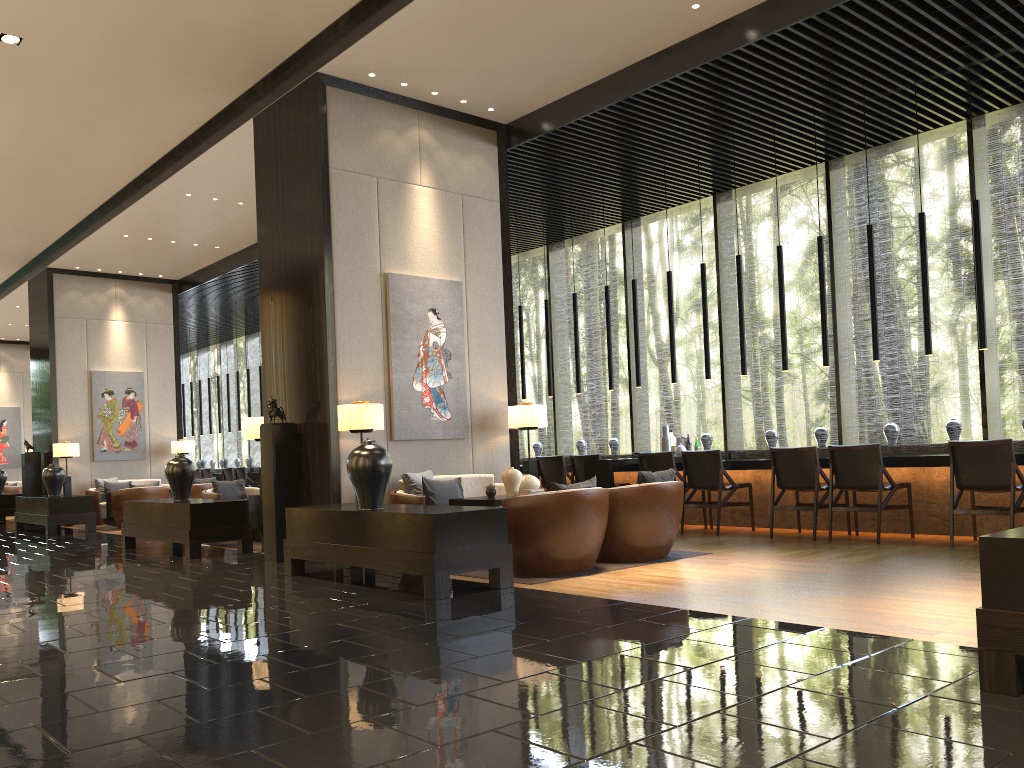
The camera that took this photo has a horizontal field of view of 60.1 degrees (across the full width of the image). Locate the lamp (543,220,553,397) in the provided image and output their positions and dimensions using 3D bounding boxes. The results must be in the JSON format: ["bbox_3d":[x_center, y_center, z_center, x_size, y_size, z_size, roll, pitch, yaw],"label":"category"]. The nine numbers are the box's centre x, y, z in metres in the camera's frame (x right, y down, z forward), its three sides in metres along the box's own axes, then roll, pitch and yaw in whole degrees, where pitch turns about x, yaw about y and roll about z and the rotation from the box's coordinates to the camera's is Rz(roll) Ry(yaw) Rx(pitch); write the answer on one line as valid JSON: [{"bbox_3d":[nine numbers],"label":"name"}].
[{"bbox_3d":[0.450,-1.038,11.493,0.060,2.417,0.060,-3,-2,44],"label":"lamp"}]

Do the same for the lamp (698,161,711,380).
[{"bbox_3d":[2.077,-1.253,9.616,0.060,2.417,0.060,-3,-2,44],"label":"lamp"}]

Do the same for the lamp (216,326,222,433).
[{"bbox_3d":[-6.462,-0.123,19.469,0.060,2.417,0.060,-3,-1,14],"label":"lamp"}]

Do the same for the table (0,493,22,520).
[{"bbox_3d":[-9.267,2.237,15.920,0.620,0.512,1.965,0,-5,-41],"label":"table"}]

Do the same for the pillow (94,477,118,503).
[{"bbox_3d":[-6.587,1.728,14.446,0.201,0.399,0.433,-3,-3,27],"label":"pillow"}]

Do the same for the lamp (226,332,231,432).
[{"bbox_3d":[-6.126,-0.168,19.082,0.060,2.417,0.060,-3,-1,14],"label":"lamp"}]

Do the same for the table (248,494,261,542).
[{"bbox_3d":[-2.382,1.497,10.097,1.042,0.516,0.577,1,-4,-41],"label":"table"}]

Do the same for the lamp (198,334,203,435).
[{"bbox_3d":[-7.138,-0.034,20.249,0.060,2.417,0.060,-3,-1,14],"label":"lamp"}]

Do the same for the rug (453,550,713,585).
[{"bbox_3d":[0.133,1.429,7.280,1.958,0.008,2.247,2,-6,-41],"label":"rug"}]

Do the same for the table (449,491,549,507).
[{"bbox_3d":[0.082,1.171,7.253,1.042,0.516,0.577,1,-4,-41],"label":"table"}]

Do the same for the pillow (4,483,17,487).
[{"bbox_3d":[-11.274,2.374,19.758,0.441,0.337,0.205,0,-3,-34],"label":"pillow"}]

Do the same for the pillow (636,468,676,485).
[{"bbox_3d":[1.086,0.838,6.807,0.399,0.361,0.222,0,-3,-40],"label":"pillow"}]

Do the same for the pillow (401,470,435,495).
[{"bbox_3d":[-0.780,0.960,7.747,0.201,0.399,0.433,-3,-3,27],"label":"pillow"}]

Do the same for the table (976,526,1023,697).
[{"bbox_3d":[2.427,0.690,2.426,0.620,0.512,1.965,0,-5,-41],"label":"table"}]

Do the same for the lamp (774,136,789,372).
[{"bbox_3d":[2.693,-1.334,8.905,0.060,2.417,0.060,-3,-2,44],"label":"lamp"}]

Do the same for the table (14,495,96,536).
[{"bbox_3d":[-6.737,1.902,13.000,0.620,0.512,1.965,0,-5,-41],"label":"table"}]

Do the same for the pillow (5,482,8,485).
[{"bbox_3d":[-12.315,2.519,21.211,0.472,0.360,0.220,1,-4,-44],"label":"pillow"}]

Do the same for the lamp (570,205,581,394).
[{"bbox_3d":[0.788,-1.082,11.104,0.060,2.417,0.060,-3,-2,44],"label":"lamp"}]

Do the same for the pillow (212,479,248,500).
[{"bbox_3d":[-3.335,1.309,10.474,0.399,0.361,0.222,0,-3,-40],"label":"pillow"}]

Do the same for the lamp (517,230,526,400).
[{"bbox_3d":[0.114,-0.993,11.882,0.060,2.417,0.060,-3,-2,44],"label":"lamp"}]

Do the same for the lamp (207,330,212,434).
[{"bbox_3d":[-6.794,-0.079,19.852,0.060,2.417,0.060,-3,-1,14],"label":"lamp"}]

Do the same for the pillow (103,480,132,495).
[{"bbox_3d":[-6.408,1.737,14.395,0.472,0.360,0.220,1,-4,-44],"label":"pillow"}]

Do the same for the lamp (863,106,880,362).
[{"bbox_3d":[3.313,-1.416,8.190,0.060,2.417,0.060,-2,-1,-36],"label":"lamp"}]

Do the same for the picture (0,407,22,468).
[{"bbox_3d":[-12.518,1.315,21.734,0.834,1.500,0.037,-1,-2,-41],"label":"picture"}]

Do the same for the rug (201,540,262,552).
[{"bbox_3d":[-2.304,1.751,10.092,2.041,0.008,2.247,2,-6,-41],"label":"rug"}]

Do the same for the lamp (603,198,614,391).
[{"bbox_3d":[1.148,-1.130,10.688,0.060,2.417,0.060,-3,-2,44],"label":"lamp"}]

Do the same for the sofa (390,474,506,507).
[{"bbox_3d":[-0.455,1.158,7.887,1.449,0.692,0.604,1,-4,-41],"label":"sofa"}]

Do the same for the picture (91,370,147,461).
[{"bbox_3d":[-6.622,0.535,14.932,0.834,1.500,0.037,-1,-2,-41],"label":"picture"}]

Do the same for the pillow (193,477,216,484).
[{"bbox_3d":[-4.720,1.606,13.507,0.399,0.361,0.222,0,-3,-40],"label":"pillow"}]

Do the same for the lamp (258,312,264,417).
[{"bbox_3d":[-5.077,-0.306,17.871,0.060,2.417,0.060,-3,-1,14],"label":"lamp"}]

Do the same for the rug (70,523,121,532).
[{"bbox_3d":[-5.670,2.197,13.976,1.958,0.008,2.247,2,-6,-41],"label":"rug"}]

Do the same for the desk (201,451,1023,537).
[{"bbox_3d":[-1.639,1.623,13.591,1.780,0.758,28.801,1,-6,-41],"label":"desk"}]

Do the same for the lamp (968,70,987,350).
[{"bbox_3d":[3.923,-1.497,7.486,0.060,2.417,0.060,-2,-1,-36],"label":"lamp"}]

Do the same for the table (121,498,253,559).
[{"bbox_3d":[-3.404,1.462,9.155,0.620,0.512,1.965,0,-5,-41],"label":"table"}]

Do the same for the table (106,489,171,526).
[{"bbox_3d":[-5.794,1.948,14.034,1.042,0.516,0.577,1,-4,-41],"label":"table"}]

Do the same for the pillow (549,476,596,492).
[{"bbox_3d":[0.439,0.824,6.243,0.441,0.337,0.205,0,-3,-34],"label":"pillow"}]

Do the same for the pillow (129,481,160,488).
[{"bbox_3d":[-5.367,1.592,12.943,0.441,0.337,0.205,0,-3,-34],"label":"pillow"}]

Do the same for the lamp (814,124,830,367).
[{"bbox_3d":[2.985,-1.373,8.569,0.060,2.417,0.060,-3,-2,44],"label":"lamp"}]

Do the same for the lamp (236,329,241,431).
[{"bbox_3d":[-5.790,-0.212,18.693,0.060,2.417,0.060,-3,-1,14],"label":"lamp"}]

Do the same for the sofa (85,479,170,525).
[{"bbox_3d":[-6.262,1.926,14.587,1.449,0.692,0.604,1,-4,-41],"label":"sofa"}]

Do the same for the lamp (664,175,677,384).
[{"bbox_3d":[1.773,-1.213,9.968,0.060,2.417,0.060,-3,-2,44],"label":"lamp"}]

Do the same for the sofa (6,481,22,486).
[{"bbox_3d":[-12.168,2.708,21.402,1.449,0.692,0.604,1,-4,-41],"label":"sofa"}]

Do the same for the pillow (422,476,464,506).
[{"bbox_3d":[-0.602,0.969,7.695,0.472,0.360,0.220,1,-4,-44],"label":"pillow"}]

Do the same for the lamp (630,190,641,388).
[{"bbox_3d":[1.431,-1.167,10.362,0.060,2.417,0.060,-3,-2,44],"label":"lamp"}]

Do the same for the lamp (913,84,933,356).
[{"bbox_3d":[3.626,-1.458,7.829,0.060,2.417,0.060,-3,-2,44],"label":"lamp"}]

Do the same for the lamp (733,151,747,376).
[{"bbox_3d":[2.376,-1.292,9.272,0.060,2.417,0.060,-3,-2,44],"label":"lamp"}]

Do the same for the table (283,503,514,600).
[{"bbox_3d":[-0.874,1.127,6.235,0.620,0.512,1.965,0,-5,-41],"label":"table"}]

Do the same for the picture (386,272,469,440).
[{"bbox_3d":[-0.771,-0.239,8.180,0.834,1.500,0.037,-1,-2,-41],"label":"picture"}]
